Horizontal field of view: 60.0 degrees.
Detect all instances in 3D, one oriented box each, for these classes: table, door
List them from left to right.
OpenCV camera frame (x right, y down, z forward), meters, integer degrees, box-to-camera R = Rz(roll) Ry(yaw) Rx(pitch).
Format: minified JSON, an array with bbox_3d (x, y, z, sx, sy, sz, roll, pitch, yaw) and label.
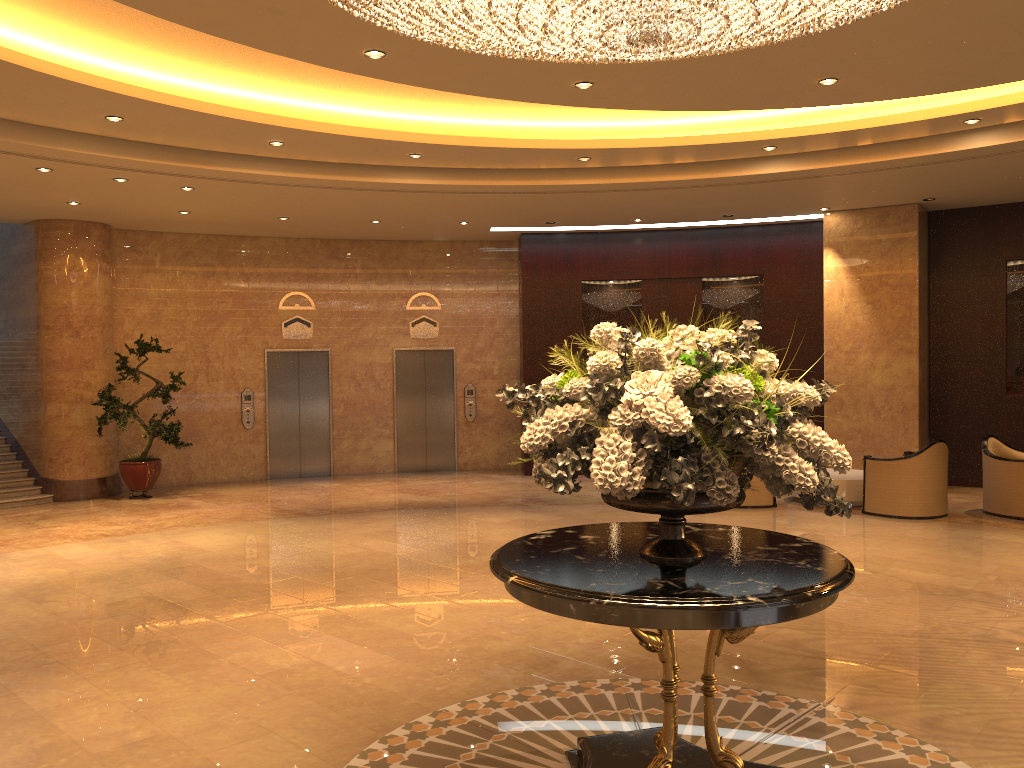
[{"bbox_3d":[-3.548,0.490,14.764,1.070,2.145,0.150,-1,2,-20],"label":"door"},{"bbox_3d":[-1.499,0.447,15.323,1.070,2.149,0.150,-1,2,-10],"label":"door"},{"bbox_3d":[0.657,1.255,3.759,1.493,1.089,1.493,0,2,38],"label":"table"},{"bbox_3d":[4.249,1.358,11.666,1.196,0.354,1.196,-1,2,-19],"label":"table"}]

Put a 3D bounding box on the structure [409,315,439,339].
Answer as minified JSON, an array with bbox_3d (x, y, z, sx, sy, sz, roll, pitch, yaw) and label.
[{"bbox_3d":[-1.509,-0.979,15.234,0.504,0.405,0.012,-1,2,-10],"label":"structure"}]

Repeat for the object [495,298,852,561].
[{"bbox_3d":[0.635,0.214,3.695,1.318,0.999,1.277,-1,2,-15],"label":"object"}]

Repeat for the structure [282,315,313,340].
[{"bbox_3d":[-3.552,-0.934,14.687,0.504,0.405,0.012,-1,2,-21],"label":"structure"}]

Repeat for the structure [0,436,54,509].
[{"bbox_3d":[-9.848,-1.105,13.880,7.472,5.560,9.849,1,2,45],"label":"structure"}]

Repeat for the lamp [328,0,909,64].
[{"bbox_3d":[0.568,-2.033,3.707,3.204,1.196,3.206,-1,2,-8],"label":"lamp"}]

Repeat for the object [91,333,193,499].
[{"bbox_3d":[-5.294,0.463,12.691,1.250,2.363,0.843,-2,2,-24],"label":"object"}]

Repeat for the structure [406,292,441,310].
[{"bbox_3d":[-1.516,-1.426,15.221,0.600,0.293,0.010,-1,2,-10],"label":"structure"}]

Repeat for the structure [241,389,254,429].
[{"bbox_3d":[-4.285,0.405,14.391,0.200,0.661,0.053,-2,2,-24],"label":"structure"}]

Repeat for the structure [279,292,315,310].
[{"bbox_3d":[-3.558,-1.381,14.673,0.600,0.293,0.010,-1,2,-21],"label":"structure"}]

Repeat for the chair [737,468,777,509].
[{"bbox_3d":[2.911,1.100,11.564,0.769,0.916,0.951,-1,2,-10],"label":"chair"}]

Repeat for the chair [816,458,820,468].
[{"bbox_3d":[3.965,1.049,12.864,0.951,0.916,0.769,-1,2,5],"label":"chair"}]

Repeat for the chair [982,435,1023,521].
[{"bbox_3d":[6.039,1.082,10.549,0.951,0.916,0.769,-2,2,-35],"label":"chair"}]

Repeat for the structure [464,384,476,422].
[{"bbox_3d":[-0.721,0.327,15.355,0.200,0.661,0.053,-1,2,-6],"label":"structure"}]

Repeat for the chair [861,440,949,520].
[{"bbox_3d":[4.771,1.099,10.603,0.951,0.916,0.769,-2,2,-30],"label":"chair"}]
